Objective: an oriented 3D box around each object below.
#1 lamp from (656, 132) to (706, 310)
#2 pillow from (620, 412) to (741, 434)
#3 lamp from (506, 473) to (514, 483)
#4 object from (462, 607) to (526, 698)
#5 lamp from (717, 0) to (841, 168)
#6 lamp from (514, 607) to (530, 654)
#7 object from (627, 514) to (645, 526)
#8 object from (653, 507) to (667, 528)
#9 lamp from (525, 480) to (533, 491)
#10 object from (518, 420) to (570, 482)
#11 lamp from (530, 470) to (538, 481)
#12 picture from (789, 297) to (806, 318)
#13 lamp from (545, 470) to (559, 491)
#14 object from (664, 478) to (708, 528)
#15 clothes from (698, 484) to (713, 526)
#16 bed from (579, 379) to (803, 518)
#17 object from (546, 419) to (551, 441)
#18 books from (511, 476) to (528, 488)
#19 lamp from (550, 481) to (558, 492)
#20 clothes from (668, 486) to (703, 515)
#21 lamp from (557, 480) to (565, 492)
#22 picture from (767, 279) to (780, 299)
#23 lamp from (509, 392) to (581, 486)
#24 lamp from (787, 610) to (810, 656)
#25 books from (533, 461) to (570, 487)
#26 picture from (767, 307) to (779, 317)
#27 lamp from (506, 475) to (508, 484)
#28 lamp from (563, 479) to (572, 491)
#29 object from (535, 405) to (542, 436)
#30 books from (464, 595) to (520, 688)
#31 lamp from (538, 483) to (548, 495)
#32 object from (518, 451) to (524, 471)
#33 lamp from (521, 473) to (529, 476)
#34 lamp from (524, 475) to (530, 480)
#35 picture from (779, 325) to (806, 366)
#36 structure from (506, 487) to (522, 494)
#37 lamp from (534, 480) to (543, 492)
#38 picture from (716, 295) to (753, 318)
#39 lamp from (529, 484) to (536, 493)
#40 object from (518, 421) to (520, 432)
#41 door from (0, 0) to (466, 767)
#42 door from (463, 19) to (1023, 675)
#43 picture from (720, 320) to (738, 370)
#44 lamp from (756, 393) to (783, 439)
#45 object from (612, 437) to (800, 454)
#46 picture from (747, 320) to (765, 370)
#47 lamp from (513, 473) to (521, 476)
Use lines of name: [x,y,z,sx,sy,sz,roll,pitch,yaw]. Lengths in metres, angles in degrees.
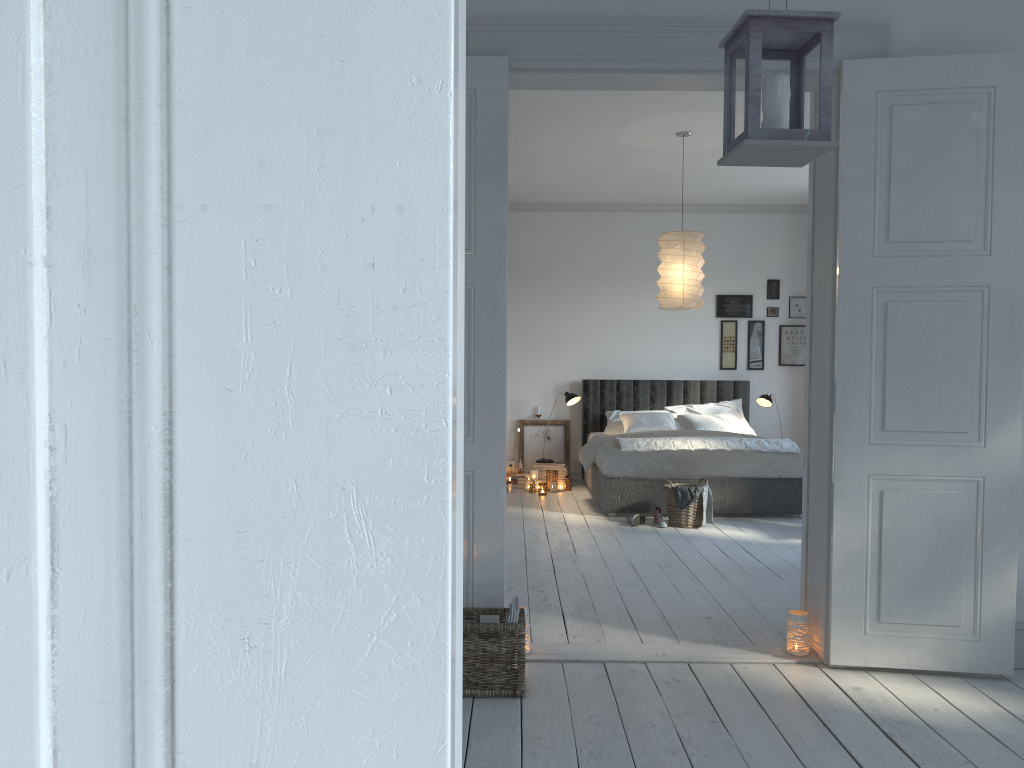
lamp: [1.195,-1.146,6.253,0.338,1.232,0.340,2,2,31]
pillow: [1.588,0.384,8.375,1.146,0.226,0.415,0,1,-7]
lamp: [-0.018,0.948,8.927,0.080,0.099,0.080,-1,2,-29]
object: [-0.087,0.978,3.249,0.270,0.265,0.223,0,2,0]
lamp: [0.668,-1.453,2.198,0.228,1.763,0.228,0,2,-3]
lamp: [0.028,1.005,3.615,0.093,0.180,0.093,0,2,-17]
object: [0.905,1.009,6.639,0.120,0.084,0.222,1,2,29]
object: [1.104,0.994,6.593,0.083,0.122,0.222,0,1,0]
lamp: [0.160,0.960,8.359,0.080,0.099,0.080,2,2,34]
object: [0.329,0.681,9.058,0.528,0.631,0.082,0,2,0]
lamp: [0.207,0.862,8.355,0.080,0.099,0.080,2,2,43]
picture: [2.937,-0.780,9.039,0.225,0.220,0.010,0,2,0]
lamp: [0.380,0.916,8.424,0.117,0.188,0.121,2,3,43]
object: [1.291,0.880,6.593,0.319,0.351,0.319,2,2,32]
clothes: [1.319,0.890,6.572,0.283,0.289,0.235,2,2,39]
bed: [1.555,0.503,7.951,1.888,1.047,2.175,0,1,0]
object: [0.378,0.473,9.059,0.062,0.228,0.063,1,2,24]
books: [0.081,0.956,8.630,0.175,0.096,0.262,0,1,-5]
lamp: [0.393,0.963,8.313,0.080,0.099,0.080,2,2,34]
clothes: [1.289,0.877,6.535,0.246,0.270,0.297,0,2,1]
lamp: [0.460,0.962,8.369,0.080,0.099,0.080,2,2,34]
picture: [2.663,-0.963,9.032,0.128,0.202,0.011,0,2,0]
lamp: [0.300,0.536,8.733,0.825,0.936,0.450,1,2,18]
lamp: [1.171,1.017,3.625,0.089,0.166,0.089,0,2,-7]
books: [0.394,0.887,8.753,0.346,0.232,0.245,1,2,8]
picture: [2.660,-0.733,9.041,0.119,0.098,0.010,0,2,0]
lamp: [-0.074,0.953,8.838,0.063,0.091,0.073,2,2,33]
lamp: [0.528,0.957,8.436,0.080,0.107,0.080,-1,2,-27]
object: [0.272,0.378,9.071,0.067,0.320,0.067,-1,3,-41]
books: [-0.074,0.945,3.247,0.201,0.300,0.179,0,2,0]
lamp: [0.279,0.962,8.122,0.081,0.106,0.081,0,2,-23]
object: [0.094,0.777,9.041,0.062,0.221,0.028,0,2,-5]
lamp: [0.133,0.949,8.920,0.080,0.099,0.080,-1,2,-44]
lamp: [0.163,0.952,8.791,0.080,0.099,0.080,-1,2,-29]
picture: [2.910,-0.392,9.051,0.365,0.415,0.021,0,2,0]
structure: [-0.557,-0.335,8.491,0.800,2.838,1.247,-2,3,-45]
lamp: [0.249,0.961,8.353,0.080,0.099,0.080,2,2,34]
picture: [2.268,-0.792,9.036,0.365,0.232,0.020,0,2,0]
lamp: [0.189,0.973,8.257,0.067,0.078,0.070,2,2,42]
object: [0.067,0.424,9.058,0.024,0.127,0.023,0,2,-16]
door: [0.608,-0.082,0.580,2.598,2.507,0.577,0,2,0]
door: [0.612,-0.143,3.593,2.598,2.507,0.577,0,2,0]
picture: [2.215,-0.398,9.051,0.165,0.505,0.020,0,2,0]
lamp: [2.687,0.554,8.734,0.800,0.937,0.450,0,2,-18]
object: [1.546,0.482,7.107,1.460,0.104,0.404,0,1,0]
picture: [2.492,-0.396,9.051,0.165,0.505,0.020,0,2,0]
lamp: [0.055,0.949,8.877,0.080,0.099,0.080,-1,2,-29]
